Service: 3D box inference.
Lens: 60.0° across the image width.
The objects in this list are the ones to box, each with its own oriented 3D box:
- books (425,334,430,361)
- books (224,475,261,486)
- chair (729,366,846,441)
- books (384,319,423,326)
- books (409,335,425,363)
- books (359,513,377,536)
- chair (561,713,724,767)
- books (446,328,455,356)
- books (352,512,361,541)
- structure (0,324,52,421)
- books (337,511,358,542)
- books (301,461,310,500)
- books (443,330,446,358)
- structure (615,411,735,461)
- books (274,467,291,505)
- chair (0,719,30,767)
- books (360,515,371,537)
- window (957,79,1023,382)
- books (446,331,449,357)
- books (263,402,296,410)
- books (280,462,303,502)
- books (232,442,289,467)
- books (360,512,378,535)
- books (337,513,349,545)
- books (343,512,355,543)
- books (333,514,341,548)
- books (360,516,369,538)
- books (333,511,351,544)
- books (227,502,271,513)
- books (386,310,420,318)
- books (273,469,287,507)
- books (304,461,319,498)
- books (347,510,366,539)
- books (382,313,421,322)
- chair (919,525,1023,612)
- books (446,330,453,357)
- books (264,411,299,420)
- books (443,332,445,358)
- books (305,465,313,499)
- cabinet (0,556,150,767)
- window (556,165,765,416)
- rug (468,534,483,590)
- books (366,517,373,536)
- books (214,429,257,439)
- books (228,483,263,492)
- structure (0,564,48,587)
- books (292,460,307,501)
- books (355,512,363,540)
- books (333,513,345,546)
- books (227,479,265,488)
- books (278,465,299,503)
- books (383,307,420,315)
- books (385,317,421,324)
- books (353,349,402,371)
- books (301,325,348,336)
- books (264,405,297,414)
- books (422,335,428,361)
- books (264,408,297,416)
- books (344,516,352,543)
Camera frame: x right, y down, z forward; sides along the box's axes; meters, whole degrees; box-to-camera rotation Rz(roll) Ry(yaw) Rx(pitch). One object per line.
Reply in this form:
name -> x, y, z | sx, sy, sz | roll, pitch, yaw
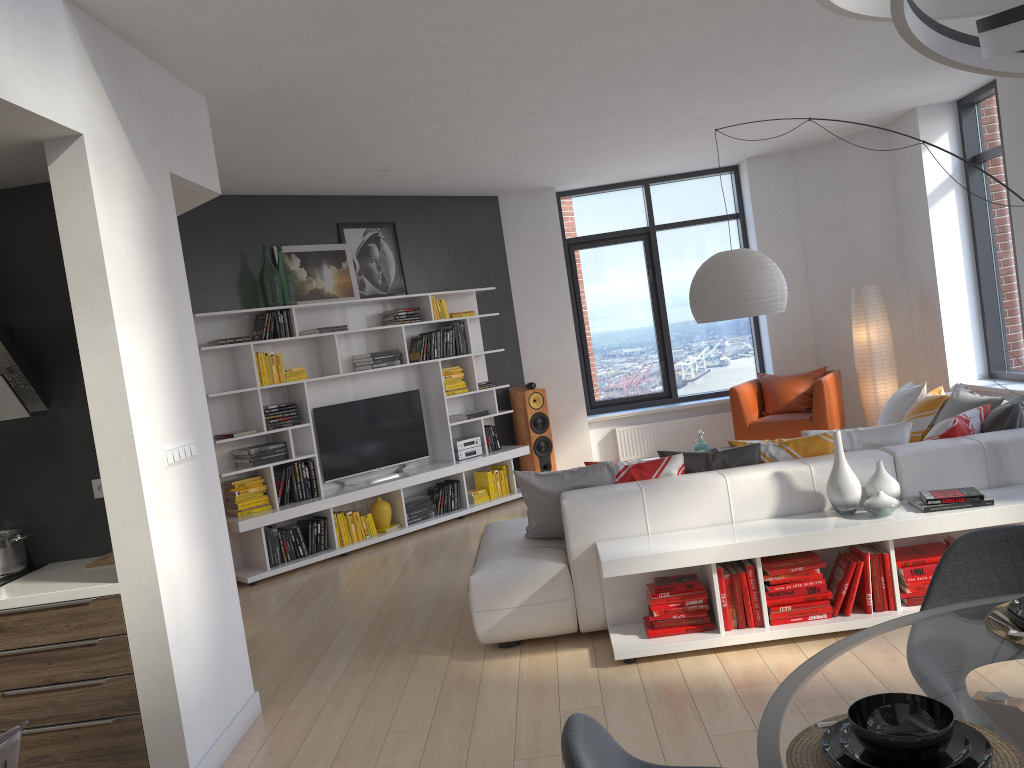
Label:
books -> -0.810, -0.326, 8.069 | 0.081, 0.233, 0.169 | -11, 4, -44
books -> -2.093, 0.749, 6.891 | 0.234, 0.024, 0.171 | -11, 4, -39
chair -> 2.651, 0.305, 8.383 | 0.896, 0.858, 0.843 | -6, 4, 34
books -> -0.976, -0.549, 7.972 | 0.284, 0.030, 0.214 | -11, 4, -39
books -> -0.863, -0.316, 8.032 | 0.104, 0.234, 0.182 | -11, 4, -43
books -> -1.212, 1.174, 7.425 | 0.067, 0.193, 0.148 | -11, 4, -42
chair -> 0.447, 0.969, 1.450 | 0.619, 0.891, 0.655 | -8, 3, 4
books -> -0.603, -0.380, 8.278 | 0.066, 0.260, 0.197 | -11, 4, -43
books -> -1.325, 1.172, 7.318 | 0.043, 0.240, 0.169 | -11, 4, -44
structure -> -2.509, -0.294, 3.681 | 0.898, 0.998, 0.407 | -8, 3, 2
books -> -1.362, 1.172, 7.311 | 0.055, 0.252, 0.185 | -11, 4, -44
books -> -1.729, 0.777, 7.171 | 0.034, 0.315, 0.239 | -11, 4, -43
books -> -0.674, -0.364, 8.213 | 0.075, 0.254, 0.192 | -11, 4, -44
structure -> 1.833, 0.581, 9.257 | 1.474, 0.460, 0.110 | -8, 3, 2
books -> -1.836, 0.810, 7.056 | 0.100, 0.289, 0.210 | -11, 4, -44
chair -> -1.257, 1.217, 1.976 | 0.434, 0.838, 0.475 | -8, 3, 0
books -> -1.242, 1.183, 7.393 | 0.046, 0.187, 0.134 | -11, 4, -43
window -> 4.033, -1.208, 6.986 | 0.170, 2.402, 1.310 | -8, 3, 2
books -> -0.646, -0.363, 8.221 | 0.071, 0.243, 0.179 | -11, 4, -44
books -> -1.874, 0.174, 7.067 | 0.246, 0.026, 0.180 | -10, 4, -35
books -> -1.772, 0.785, 7.126 | 0.034, 0.314, 0.237 | -11, 4, -43
books -> -1.979, 0.557, 6.978 | 0.343, 0.137, 0.277 | -11, 4, -43
books -> -1.201, 1.171, 7.447 | 0.046, 0.193, 0.149 | -11, 4, -42
books -> -1.434, 1.183, 7.249 | 0.066, 0.258, 0.198 | -11, 4, -43
books -> -1.373, 1.175, 7.286 | 0.041, 0.252, 0.180 | -11, 4, -43
books -> -1.471, 1.185, 7.179 | 0.029, 0.270, 0.204 | -11, 4, -43
books -> -1.262, 1.186, 7.384 | 0.056, 0.188, 0.138 | -11, 4, -43
books -> -1.412, 1.175, 7.269 | 0.038, 0.267, 0.202 | -11, 4, -42
books -> -2.041, 0.954, 6.872 | 0.269, 0.025, 0.213 | -11, 4, -40
books -> -0.981, -0.628, 7.968 | 0.246, 0.026, 0.180 | -11, 4, -40
books -> -1.885, 0.821, 7.034 | 0.142, 0.284, 0.232 | -11, 4, -43
books -> -1.672, 0.775, 7.217 | 0.051, 0.297, 0.230 | -11, 4, -43
books -> -1.304, 1.168, 7.377 | 0.056, 0.235, 0.172 | -11, 4, -44
books -> -0.998, -0.598, 7.987 | 0.284, 0.030, 0.214 | -11, 4, -39
chair -> 1.270, 0.822, 1.982 | 0.655, 0.891, 0.619 | -8, 3, 9
books -> -0.626, -0.371, 8.255 | 0.084, 0.249, 0.191 | -11, 4, -43
books -> -1.869, 0.253, 7.070 | 0.284, 0.030, 0.214 | -10, 4, -34
books -> -0.672, -0.355, 8.178 | 0.069, 0.242, 0.172 | -11, 4, -42
books -> -1.698, 0.791, 7.190 | 0.028, 0.272, 0.200 | -11, 4, -43
cabinet -> -2.620, 0.596, 1.589 | 2.402, 2.501, 4.694 | -8, 3, 2
window -> 1.587, -0.985, 9.506 | 1.960, 2.402, 0.170 | -8, 3, 2
rug -> 0.885, 1.095, 6.386 | 2.326, 0.016, 1.662 | -8, 3, 2
books -> -1.218, 1.189, 7.397 | 0.049, 0.169, 0.113 | -11, 4, -44
books -> -2.122, 0.385, 6.816 | 0.266, 0.030, 0.209 | -6, 4, 41
books -> -2.072, 0.796, 6.880 | 0.238, 0.023, 0.167 | -10, 3, -27
structure -> -2.351, 0.851, 3.654 | 0.600, 0.006, 0.550 | -8, 3, 2
books -> -1.752, 0.775, 7.150 | 0.026, 0.326, 0.237 | -11, 4, -43
books -> -1.321, 1.172, 7.349 | 0.043, 0.235, 0.171 | -11, 4, -44
books -> -1.457, 1.181, 7.220 | 0.048, 0.271, 0.213 | -11, 4, -43
books -> -2.067, 0.770, 6.882 | 0.234, 0.024, 0.171 | -11, 4, -39
books -> -1.790, 0.798, 7.101 | 0.028, 0.301, 0.213 | -11, 4, -43
books -> -0.995, -0.654, 7.973 | 0.209, 0.030, 0.266 | -6, 4, 41
books -> -0.983, -0.574, 7.972 | 0.264, 0.020, 0.189 | -11, 4, -44
books -> -1.177, -0.209, 7.778 | 0.277, 0.137, 0.343 | -6, 4, 42
books -> -1.565, -0.444, 7.412 | 0.250, 0.047, 0.310 | -6, 4, 43
books -> -1.889, 0.204, 7.087 | 0.284, 0.030, 0.214 | -10, 4, -34
books -> -0.842, -0.320, 8.058 | 0.096, 0.234, 0.187 | -11, 4, -42
books -> -1.875, 0.228, 7.071 | 0.264, 0.020, 0.189 | -11, 4, -39
books -> -1.384, 1.190, 7.269 | 0.042, 0.230, 0.156 | -11, 4, -44
